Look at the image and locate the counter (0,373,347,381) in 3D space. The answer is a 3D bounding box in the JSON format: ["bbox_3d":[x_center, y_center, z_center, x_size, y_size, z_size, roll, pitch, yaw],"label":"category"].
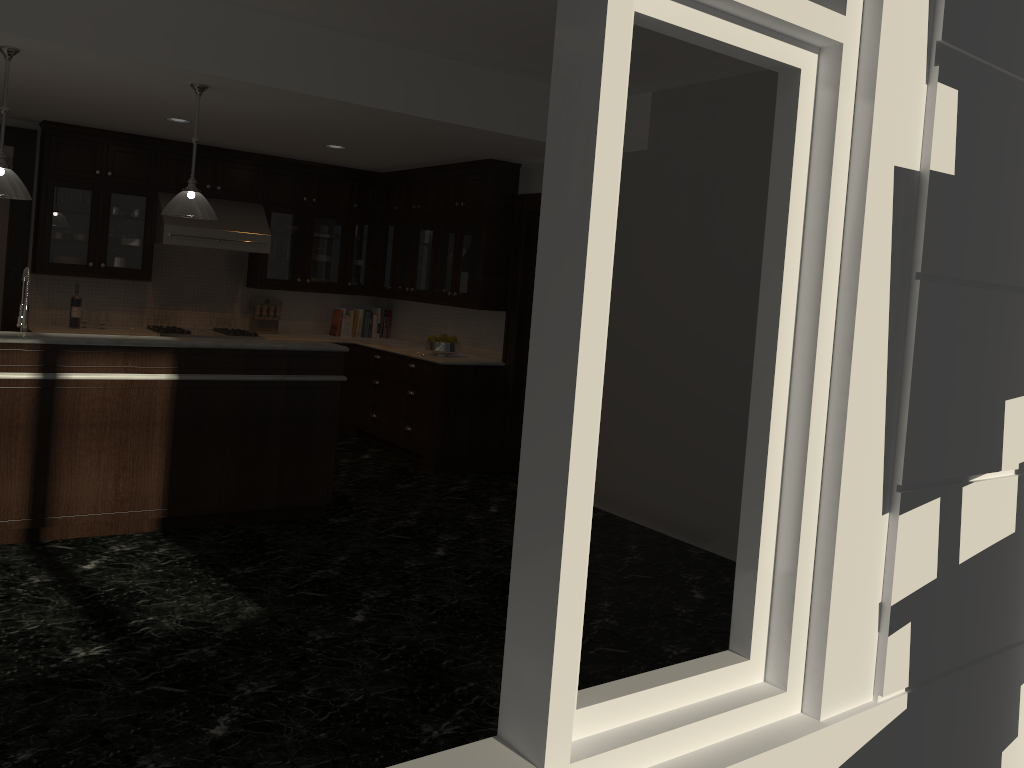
[{"bbox_3d":[-2.507,-0.110,5.153,2.863,0.032,1.061,0,8,-35],"label":"counter"}]

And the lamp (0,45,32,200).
[{"bbox_3d":[-2.682,-1.380,4.655,0.316,0.782,0.319,4,2,-21],"label":"lamp"}]

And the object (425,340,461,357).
[{"bbox_3d":[-0.598,-0.309,7.655,0.318,0.122,0.320,0,7,-41],"label":"object"}]

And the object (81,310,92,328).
[{"bbox_3d":[-3.633,-0.554,7.505,0.112,0.151,0.113,2,4,-43],"label":"object"}]

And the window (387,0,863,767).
[{"bbox_3d":[-0.186,-0.312,1.495,2.305,2.197,0.153,2,2,-36],"label":"window"}]

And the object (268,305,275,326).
[{"bbox_3d":[-2.333,-0.650,8.551,0.061,0.225,0.061,5,1,24],"label":"object"}]

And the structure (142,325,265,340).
[{"bbox_3d":[-2.815,-0.075,7.965,0.904,0.836,0.723,2,4,-35],"label":"structure"}]

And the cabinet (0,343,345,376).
[{"bbox_3d":[-2.296,-0.152,4.852,2.830,0.152,0.294,0,7,-35],"label":"cabinet"}]

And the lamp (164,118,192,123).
[{"bbox_3d":[-2.496,-2.040,6.618,0.198,0.136,0.198,6,5,20],"label":"lamp"}]

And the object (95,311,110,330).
[{"bbox_3d":[-3.479,-0.542,7.506,0.112,0.151,0.113,2,4,-43],"label":"object"}]

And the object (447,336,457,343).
[{"bbox_3d":[-0.515,-0.368,7.589,0.093,0.098,0.091,6,4,25],"label":"object"}]

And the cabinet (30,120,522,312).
[{"bbox_3d":[-1.997,-1.400,7.449,3.360,1.252,2.323,1,6,-35],"label":"cabinet"}]

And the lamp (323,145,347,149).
[{"bbox_3d":[-1.464,-2.035,7.342,0.197,0.136,0.198,5,5,0],"label":"lamp"}]

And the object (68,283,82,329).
[{"bbox_3d":[-3.638,-0.653,7.368,0.094,0.377,0.095,4,1,-20],"label":"object"}]

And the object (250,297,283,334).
[{"bbox_3d":[-2.367,-0.665,8.538,0.315,0.349,0.111,2,3,-35],"label":"object"}]

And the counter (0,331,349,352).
[{"bbox_3d":[-2.280,-0.244,4.856,2.849,0.032,0.330,0,8,-35],"label":"counter"}]

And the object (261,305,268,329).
[{"bbox_3d":[-2.392,-0.645,8.509,0.061,0.237,0.061,5,1,24],"label":"object"}]

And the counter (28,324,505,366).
[{"bbox_3d":[-2.084,-0.331,7.461,3.361,0.032,2.331,0,8,-35],"label":"counter"}]

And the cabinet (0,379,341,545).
[{"bbox_3d":[-2.543,0.329,5.165,2.842,0.911,1.032,1,6,-35],"label":"cabinet"}]

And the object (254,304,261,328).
[{"bbox_3d":[-2.446,-0.649,8.471,0.061,0.228,0.061,6,2,36],"label":"object"}]

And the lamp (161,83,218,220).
[{"bbox_3d":[-1.877,-1.377,5.219,0.316,0.782,0.319,4,2,-21],"label":"lamp"}]

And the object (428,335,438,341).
[{"bbox_3d":[-0.689,-0.374,7.682,0.091,0.098,0.093,6,4,22],"label":"object"}]

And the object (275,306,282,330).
[{"bbox_3d":[-2.280,-0.644,8.589,0.061,0.237,0.061,5,1,18],"label":"object"}]

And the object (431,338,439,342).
[{"bbox_3d":[-0.670,-0.345,7.610,0.100,0.096,0.092,4,4,-17],"label":"object"}]

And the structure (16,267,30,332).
[{"bbox_3d":[-2.766,-0.396,4.997,0.051,0.529,0.245,4,2,-36],"label":"structure"}]

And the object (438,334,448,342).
[{"bbox_3d":[-0.592,-0.383,7.634,0.096,0.099,0.091,7,4,31],"label":"object"}]

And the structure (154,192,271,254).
[{"bbox_3d":[-2.716,-1.460,7.964,0.929,0.476,0.644,1,6,-35],"label":"structure"}]

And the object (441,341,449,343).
[{"bbox_3d":[-0.580,-0.324,7.565,0.091,0.097,0.092,4,3,-6],"label":"object"}]

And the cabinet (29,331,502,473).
[{"bbox_3d":[-2.122,0.124,7.468,3.361,0.878,2.331,0,7,-35],"label":"cabinet"}]

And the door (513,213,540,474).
[{"bbox_3d":[0.337,-0.290,7.071,0.108,2.181,0.868,4,2,-35],"label":"door"}]

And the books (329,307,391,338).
[{"bbox_3d":[-1.565,-0.640,9.095,0.602,0.311,0.195,1,4,-36],"label":"books"}]
